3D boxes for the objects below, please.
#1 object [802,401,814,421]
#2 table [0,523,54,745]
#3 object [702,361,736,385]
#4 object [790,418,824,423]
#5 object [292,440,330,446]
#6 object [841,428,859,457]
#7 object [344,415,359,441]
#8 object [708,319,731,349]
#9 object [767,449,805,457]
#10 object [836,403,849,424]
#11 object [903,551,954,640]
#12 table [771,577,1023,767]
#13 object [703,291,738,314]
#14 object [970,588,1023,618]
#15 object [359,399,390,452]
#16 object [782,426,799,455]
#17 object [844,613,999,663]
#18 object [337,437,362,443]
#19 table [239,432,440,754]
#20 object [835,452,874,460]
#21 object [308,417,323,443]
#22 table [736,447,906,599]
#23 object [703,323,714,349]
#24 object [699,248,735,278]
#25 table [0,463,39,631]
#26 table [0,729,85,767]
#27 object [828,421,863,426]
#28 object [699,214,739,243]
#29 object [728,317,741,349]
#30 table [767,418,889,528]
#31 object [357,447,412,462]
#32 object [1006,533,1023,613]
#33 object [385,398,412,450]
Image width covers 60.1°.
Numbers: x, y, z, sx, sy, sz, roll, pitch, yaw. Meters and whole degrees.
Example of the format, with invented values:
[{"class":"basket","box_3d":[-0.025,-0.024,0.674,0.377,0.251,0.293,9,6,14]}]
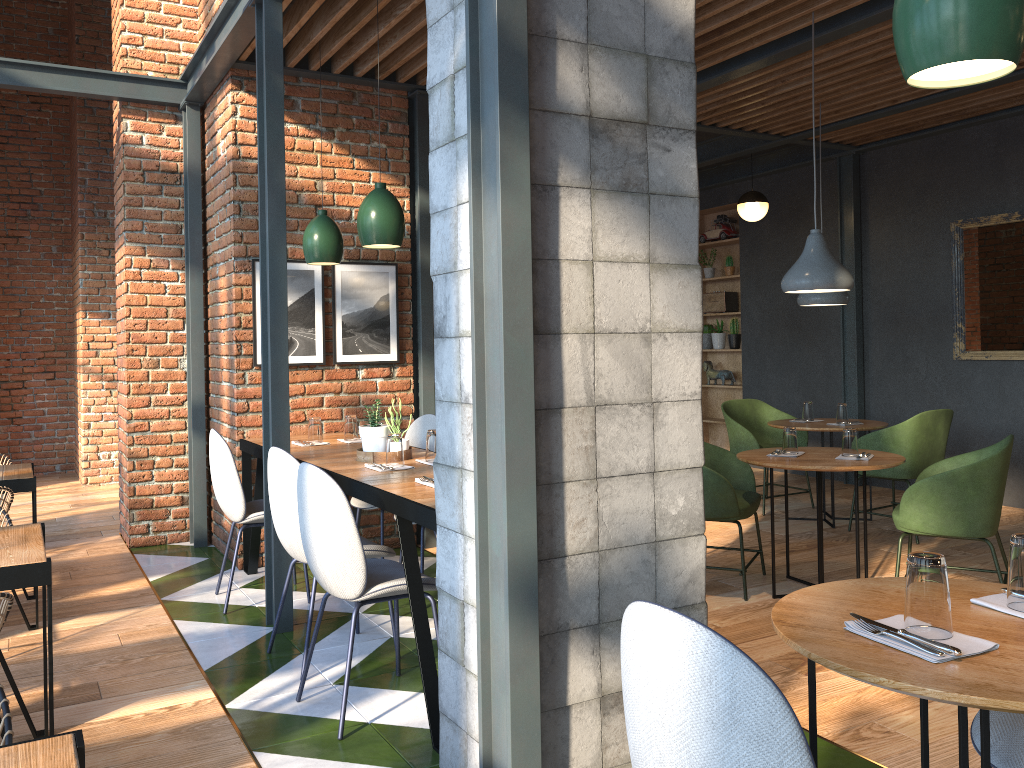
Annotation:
[{"class":"object","box_3d":[2.141,0.196,6.404,0.080,0.138,0.080,-1,0,23]},{"class":"table","box_3d":[-1.974,0.855,2.407,1.272,0.706,0.658,-2,1,-29]},{"class":"object","box_3d":[2.215,-0.120,9.510,0.150,0.258,0.521,-1,2,-30]},{"class":"object","box_3d":[2.148,0.261,6.434,0.243,0.019,0.157,-3,3,-30]},{"class":"object","box_3d":[-1.093,0.314,4.790,0.157,0.019,0.243,-3,3,-31]},{"class":"object","box_3d":[1.684,0.290,4.415,0.080,0.138,0.080,-1,1,43]},{"class":"object","box_3d":[-0.887,0.240,4.880,0.080,0.138,0.080,-1,0,34]},{"class":"object","box_3d":[2.211,-0.535,9.481,0.213,0.329,0.232,-1,1,-24]},{"class":"object","box_3d":[1.418,0.354,4.575,0.157,0.019,0.243,0,3,30]},{"class":"object","box_3d":[2.298,0.203,6.163,0.080,0.138,0.080,-1,0,23]},{"class":"object","box_3d":[0.731,0.369,1.560,0.080,0.138,0.080,-1,0,39]},{"class":"table","box_3d":[0.842,0.814,1.605,0.699,0.747,0.699,-1,1,-19]},{"class":"object","box_3d":[2.230,-0.877,9.529,0.199,0.241,0.340,-2,2,-34]},{"class":"object","box_3d":[1.019,0.425,1.681,0.157,0.019,0.243,-2,3,-24]},{"class":"object","box_3d":[-0.636,0.204,4.104,0.146,0.276,0.146,-1,0,41]},{"class":"object","box_3d":[1.427,0.289,4.545,0.080,0.138,0.080,-1,1,43]},{"class":"object","box_3d":[0.706,0.436,1.561,0.157,0.019,0.243,-2,3,-24]},{"class":"object","box_3d":[-0.855,0.306,4.873,0.157,0.019,0.243,-2,3,-29]},{"class":"table","box_3d":[-0.606,0.727,4.084,0.658,0.765,2.772,-2,2,-29]},{"class":"object","box_3d":[1.699,0.356,4.392,0.157,0.019,0.243,0,3,30]},{"class":"object","box_3d":[-1.063,0.248,4.784,0.080,0.138,0.080,-1,0,-8]},{"class":"table","box_3d":[1.560,0.708,4.485,0.807,0.687,0.808,-1,1,1]},{"class":"object","box_3d":[2.139,-0.526,9.686,0.190,0.295,0.173,-1,1,35]},{"class":"object","box_3d":[2.161,-1.304,9.532,0.536,0.329,0.174,0,1,40]},{"class":"table","box_3d":[-2.915,0.801,4.083,1.272,0.706,0.658,-2,1,-29]},{"class":"table","box_3d":[-1.038,0.908,0.743,1.272,0.706,0.658,-2,1,-29]},{"class":"object","box_3d":[2.300,0.271,6.136,0.243,0.019,0.157,-3,3,-30]},{"class":"object","box_3d":[2.222,-1.660,9.484,0.204,0.285,0.517,-1,2,-29]},{"class":"object","box_3d":[2.330,-0.539,9.273,0.143,0.350,0.143,-1,0,-12]},{"class":"table","box_3d":[2.235,0.619,6.271,0.807,0.687,0.808,-1,1,20]},{"class":"object","box_3d":[-0.587,0.321,4.077,0.253,0.046,0.251,1,3,34]},{"class":"object","box_3d":[0.988,0.359,1.691,0.080,0.138,0.080,-1,0,29]},{"class":"object","box_3d":[-0.527,0.202,4.040,0.115,0.282,0.128,-1,0,-34]}]
